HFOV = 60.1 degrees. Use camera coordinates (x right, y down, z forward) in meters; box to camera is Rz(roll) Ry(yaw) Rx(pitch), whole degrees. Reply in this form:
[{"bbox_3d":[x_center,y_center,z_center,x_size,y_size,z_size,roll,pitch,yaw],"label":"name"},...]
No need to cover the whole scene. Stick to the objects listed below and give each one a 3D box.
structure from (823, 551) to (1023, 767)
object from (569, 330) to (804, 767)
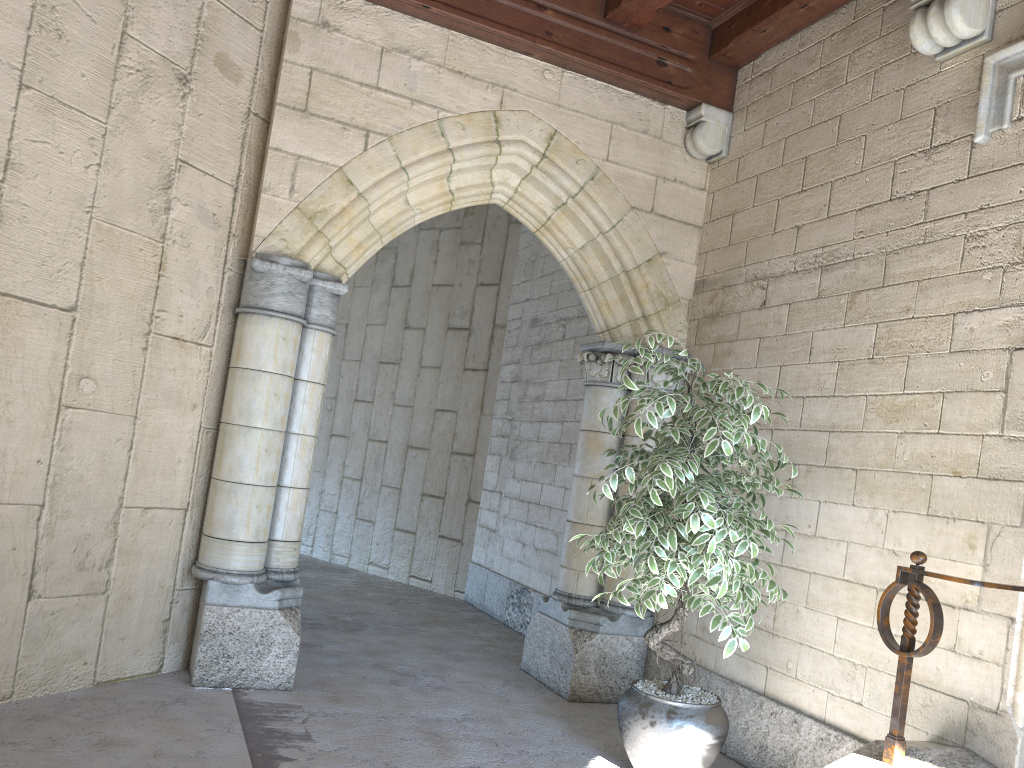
[{"bbox_3d":[1.465,0.886,2.608,0.890,1.258,0.476,10,-3,-22],"label":"structure"},{"bbox_3d":[0.605,0.635,3.210,0.786,1.614,0.754,8,-3,9],"label":"object"}]
